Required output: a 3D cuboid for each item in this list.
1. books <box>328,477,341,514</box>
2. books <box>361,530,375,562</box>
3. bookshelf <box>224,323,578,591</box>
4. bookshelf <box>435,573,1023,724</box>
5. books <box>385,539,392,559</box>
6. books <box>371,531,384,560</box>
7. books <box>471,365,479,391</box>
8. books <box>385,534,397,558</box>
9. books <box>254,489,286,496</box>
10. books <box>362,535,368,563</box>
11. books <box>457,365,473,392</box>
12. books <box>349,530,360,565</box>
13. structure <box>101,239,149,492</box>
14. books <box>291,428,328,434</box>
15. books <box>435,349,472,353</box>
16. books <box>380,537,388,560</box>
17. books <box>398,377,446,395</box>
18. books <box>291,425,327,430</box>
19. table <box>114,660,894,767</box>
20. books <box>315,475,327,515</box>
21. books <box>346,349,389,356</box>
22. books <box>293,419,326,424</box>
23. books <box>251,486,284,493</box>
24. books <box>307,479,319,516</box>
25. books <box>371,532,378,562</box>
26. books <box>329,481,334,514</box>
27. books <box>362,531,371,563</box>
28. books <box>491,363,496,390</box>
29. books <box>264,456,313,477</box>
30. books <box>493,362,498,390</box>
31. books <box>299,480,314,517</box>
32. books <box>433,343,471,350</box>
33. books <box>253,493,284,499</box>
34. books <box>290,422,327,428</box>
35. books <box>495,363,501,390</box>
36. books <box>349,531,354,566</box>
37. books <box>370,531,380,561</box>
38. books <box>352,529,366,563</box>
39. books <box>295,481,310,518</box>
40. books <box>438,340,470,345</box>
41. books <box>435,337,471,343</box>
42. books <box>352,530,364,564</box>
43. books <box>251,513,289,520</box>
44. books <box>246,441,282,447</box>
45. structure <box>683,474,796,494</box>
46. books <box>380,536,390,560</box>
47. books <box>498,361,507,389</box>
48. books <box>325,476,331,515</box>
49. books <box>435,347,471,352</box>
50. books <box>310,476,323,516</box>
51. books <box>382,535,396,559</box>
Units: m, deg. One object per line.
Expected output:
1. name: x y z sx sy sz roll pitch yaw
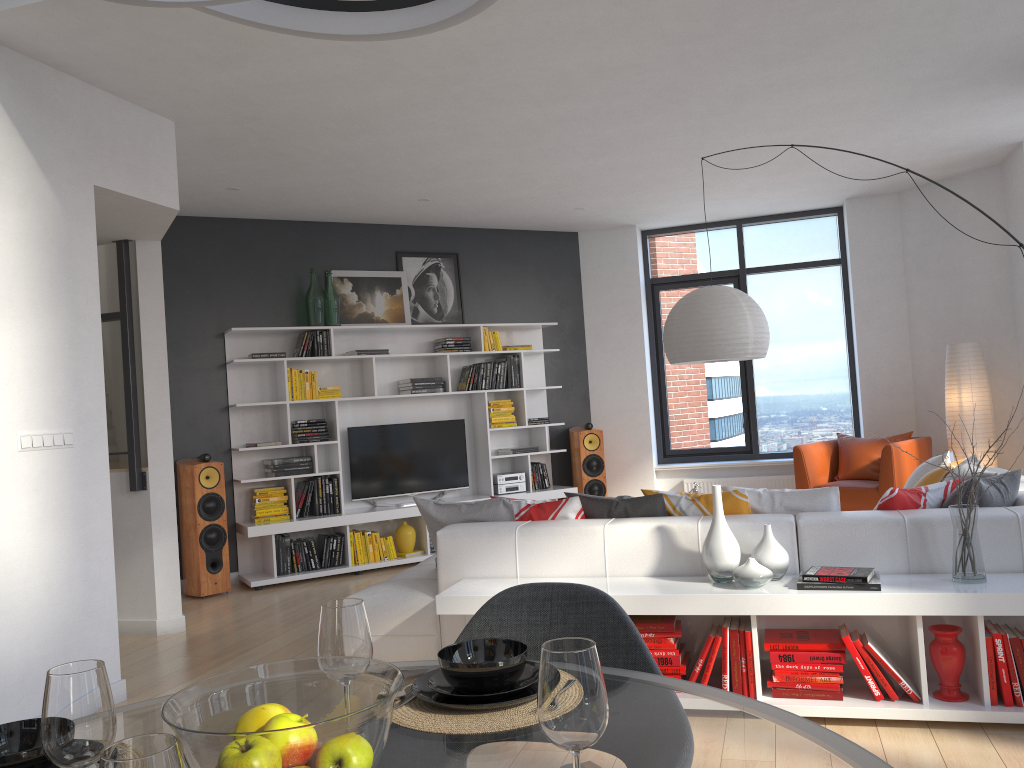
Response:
1. books: -1.504 0.932 7.432 0.051 0.297 0.230 -3 -2 -28
2. books: -1.215 1.356 7.428 0.055 0.252 0.185 -3 -2 -30
3. bookshelf: -0.853 0.516 7.725 3.000 2.052 0.455 -3 -2 -28
4. bookshelf: 0.984 1.057 3.563 2.600 0.500 0.356 -4 -2 17
5. books: -1.056 1.388 7.473 0.049 0.169 0.113 -3 -2 -30
6. books: -1.143 1.360 7.477 0.056 0.235 0.172 -3 -2 -29
7. books: -0.365 -0.050 8.079 0.081 0.233 0.169 -3 -2 -29
8. books: -1.025 1.374 7.518 0.046 0.193 0.149 -3 -2 -28
9. books: -1.968 0.879 7.210 0.234 0.024 0.171 -3 -2 -24
10. books: -1.248 1.370 7.392 0.042 0.230 0.156 -3 -2 -30
11. books: -0.426 -0.047 8.056 0.104 0.234 0.182 -3 -2 -28
12. books: -1.330 1.352 7.363 0.048 0.271 0.213 -3 -2 -28
13. structure: -3.984 -0.438 7.523 4.190 4.339 2.823 -4 -2 17
14. books: -1.686 0.389 7.362 0.284 0.030 0.214 -3 -2 -20
15. books: -0.531 -0.291 8.036 0.284 0.030 0.214 -3 -2 -25
16. books: -1.101 1.381 7.471 0.056 0.188 0.138 -3 -2 -28
17. books: -0.802 0.022 7.888 0.343 0.137 0.277 -3 -2 -33
18. books: -1.691 0.365 7.365 0.264 0.020 0.189 -3 -2 -25
19. table: -0.220 0.927 1.046 1.499 0.764 1.499 -4 -2 6
20. books: -1.598 0.923 7.388 0.026 0.326 0.237 -3 -2 -28
21. books: -1.249 -0.262 7.643 0.310 0.047 0.250 -3 -2 -33
22. books: -1.686 0.310 7.363 0.246 0.026 0.180 -3 -2 -21
23. books: -1.990 0.856 7.226 0.234 0.024 0.171 -3 -2 -24
24. books: -1.649 0.939 7.349 0.028 0.301 0.213 -3 -2 -28
25. books: -1.178 1.359 7.425 0.043 0.240 0.169 -3 -2 -30
26. books: -1.537 0.945 7.412 0.028 0.272 0.200 -3 -2 -28
27. books: -1.233 1.356 7.406 0.041 0.252 0.180 -3 -2 -28
28. books: -0.202 -0.063 8.150 0.069 0.242 0.172 -3 -2 -28
29. books: -1.842 0.678 7.288 0.343 0.137 0.277 -3 -2 -28
30. books: -0.195 -0.070 8.184 0.075 0.254 0.192 -3 -2 -29
31. books: -1.706 0.946 7.317 0.100 0.289 0.210 -3 -2 -29
32. books: -0.544 -0.340 8.059 0.284 0.030 0.214 -3 -2 -25
33. books: -1.976 0.904 7.208 0.238 0.023 0.167 -4 -2 -13
34. books: -1.697 0.340 7.385 0.284 0.030 0.214 -3 -2 -20
35. books: -0.166 -0.067 8.185 0.071 0.243 0.179 -3 -2 -29
36. books: -1.354 1.353 7.327 0.029 0.270 0.204 -3 -2 -28
37. books: -1.166 1.361 7.454 0.043 0.235 0.171 -3 -2 -30
38. books: -1.274 1.352 7.399 0.038 0.267 0.202 -3 -2 -28
39. books: -1.759 0.952 7.308 0.142 0.284 0.232 -3 -2 -29
40. books: -0.530 -0.370 8.038 0.246 0.026 0.180 -3 -2 -26
41. books: -0.540 -0.396 8.047 0.266 0.030 0.209 -3 -2 -35
42. books: -1.301 1.357 7.386 0.066 0.258 0.198 -3 -2 -28
43. books: -1.962 1.063 7.186 0.269 0.025 0.213 -3 -2 -25
44. books: -2.006 0.488 7.175 0.209 0.030 0.266 -3 -2 -35
45. structure: 2.406 1.114 8.513 1.474 0.460 0.110 -4 -2 17
46. books: -1.079 1.380 7.475 0.046 0.187 0.134 -3 -2 -29
47. books: -0.109 -0.077 8.231 0.066 0.260 0.197 -3 -2 -28
48. books: -1.571 0.927 7.402 0.034 0.315 0.239 -3 -2 -28
49. books: -0.535 -0.316 8.040 0.264 0.020 0.189 -3 -2 -30
50. books: -1.624 0.930 7.369 0.034 0.314 0.237 -3 -2 -28
51. books: -1.042 1.375 7.499 0.067 0.193 0.148 -3 -2 -27
